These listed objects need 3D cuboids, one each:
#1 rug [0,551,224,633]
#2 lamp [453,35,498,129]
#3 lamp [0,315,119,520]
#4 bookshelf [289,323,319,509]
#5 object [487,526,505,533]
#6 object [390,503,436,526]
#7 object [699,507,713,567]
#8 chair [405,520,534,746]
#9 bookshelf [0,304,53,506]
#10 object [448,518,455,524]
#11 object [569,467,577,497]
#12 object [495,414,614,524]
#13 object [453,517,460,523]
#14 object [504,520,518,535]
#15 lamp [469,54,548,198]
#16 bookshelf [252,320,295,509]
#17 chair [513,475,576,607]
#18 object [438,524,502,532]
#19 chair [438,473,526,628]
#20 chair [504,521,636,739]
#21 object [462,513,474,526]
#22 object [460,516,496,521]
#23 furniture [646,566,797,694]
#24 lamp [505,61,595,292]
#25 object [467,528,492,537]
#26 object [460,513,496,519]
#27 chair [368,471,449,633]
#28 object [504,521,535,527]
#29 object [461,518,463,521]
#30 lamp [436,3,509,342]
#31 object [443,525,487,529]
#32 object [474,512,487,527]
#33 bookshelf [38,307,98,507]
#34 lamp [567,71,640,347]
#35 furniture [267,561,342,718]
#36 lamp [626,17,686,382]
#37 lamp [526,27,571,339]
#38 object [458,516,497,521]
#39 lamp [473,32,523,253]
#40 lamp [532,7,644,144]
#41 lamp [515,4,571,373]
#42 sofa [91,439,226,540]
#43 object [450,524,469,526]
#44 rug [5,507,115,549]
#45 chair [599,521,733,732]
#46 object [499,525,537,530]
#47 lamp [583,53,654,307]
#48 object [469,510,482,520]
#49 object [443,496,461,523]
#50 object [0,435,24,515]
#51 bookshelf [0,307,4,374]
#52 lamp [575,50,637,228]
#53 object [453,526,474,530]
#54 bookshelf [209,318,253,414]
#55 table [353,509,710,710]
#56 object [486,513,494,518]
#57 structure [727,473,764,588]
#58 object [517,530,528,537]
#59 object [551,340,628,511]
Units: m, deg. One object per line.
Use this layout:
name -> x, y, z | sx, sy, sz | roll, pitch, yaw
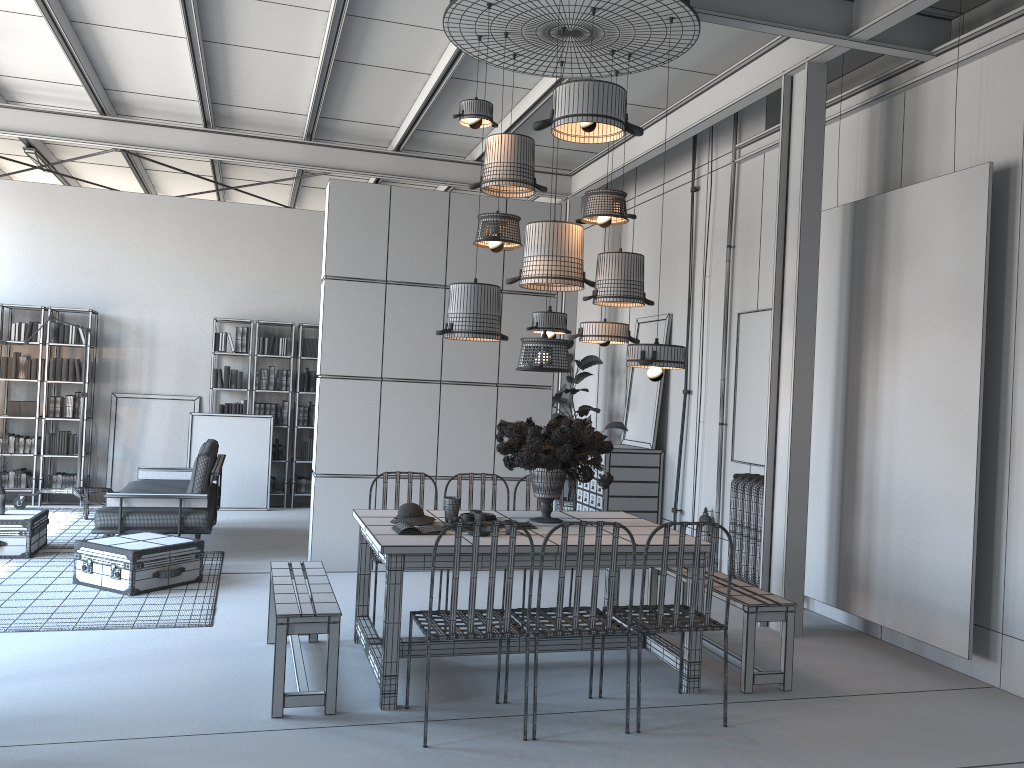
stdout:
rug -> -3.164, 1.463, 6.464 | 1.961, 0.007, 2.524 | 3, -1, -16
lamp -> -0.205, -1.802, 5.295 | 0.202, 0.564, 0.253 | 3, -1, 22
lamp -> -5.046, 0.327, 9.794 | 1.284, 2.144, 1.194 | 3, 0, -4
bookshelf -> -2.490, 0.402, 11.109 | 0.455, 2.276, 0.455 | 3, -1, -16
object -> -0.082, 0.784, 4.790 | 0.121, 0.037, 0.054 | 3, -1, -38
object -> -0.557, 0.774, 4.985 | 0.260, 0.211, 0.236 | 3, 0, 2
object -> 1.795, 1.460, 8.196 | 0.206, 0.647, 0.173 | 3, -1, 19
chair -> -0.201, 1.088, 4.134 | 0.474, 0.975, 0.488 | 3, -1, -16
bookshelf -> -5.648, 0.244, 10.216 | 0.455, 2.276, 0.455 | 3, -1, -16
object -> -0.331, 0.759, 4.867 | 0.043, 0.043, 0.044 | 3, -1, -44
object -> 0.709, 1.214, 11.426 | 0.328, 1.007, 0.733 | 3, -1, -16
object -> 0.211, 0.492, 5.324 | 0.697, 0.654, 0.782 | 3, 0, -14
object -> -0.311, 0.760, 4.912 | 0.045, 0.045, 0.051 | 3, -1, -39
object -> -0.008, 0.768, 4.732 | 0.071, 0.076, 0.071 | 2, -1, 31
lamp -> -0.005, -1.637, 5.553 | 0.392, 0.870, 0.346 | 2, -1, 44
bookshelf -> -2.980, 0.377, 10.959 | 0.455, 2.276, 0.455 | 3, -1, -16
chair -> 0.280, 1.127, 6.047 | 0.474, 0.975, 0.488 | 3, -1, -16
object -> -0.232, 0.790, 4.890 | 0.335, 0.012, 0.213 | 3, -1, -40
chair -> -0.195, 1.103, 5.907 | 0.474, 0.975, 0.488 | 3, -1, -16
chair -> 0.275, 1.112, 4.274 | 0.474, 0.975, 0.488 | 3, -1, -16
object -> -0.244, 0.752, 4.925 | 0.065, 0.064, 0.065 | 3, -1, -31
object -> -0.200, 0.788, 5.207 | 0.211, 0.024, 0.211 | 3, 0, 3
furniture -> 1.218, 1.421, 5.375 | 0.300, 0.478, 1.260 | 3, -1, -16
lamp -> 0.286, -1.334, 5.632 | 0.470, 1.447, 0.415 | 2, -1, 44
object -> -0.173, 0.782, 4.665 | 0.133, 0.029, 0.133 | 2, -1, 31
object -> -0.200, 0.782, 5.207 | 0.211, 0.024, 0.211 | 2, -1, 26
chair -> -0.683, 1.079, 5.764 | 0.474, 0.975, 0.488 | 3, -1, -16
object -> 0.029, 0.803, 5.086 | 0.179, 0.016, 0.182 | 3, 0, -12
object -> -0.276, 0.758, 4.867 | 0.043, 0.050, 0.044 | 3, 0, 1
lamp -> -0.169, -1.163, 4.833 | 0.352, 1.845, 0.312 | 3, 0, 9
object -> -0.251, 0.774, 4.799 | 0.249, 0.017, 0.024 | 3, 0, -7
object -> -0.175, 0.749, 4.895 | 0.071, 0.076, 0.071 | 3, 0, 9
bookshelf -> -5.158, 0.268, 10.324 | 0.455, 2.276, 0.455 | 3, -1, -16
lamp -> 0.638, -1.140, 5.766 | 0.323, 1.798, 0.404 | 2, -1, 42
furniture -> -1.128, 1.304, 4.713 | 0.300, 0.478, 1.260 | 3, -1, -16
lamp -> 0.836, -1.024, 4.908 | 0.323, 2.026, 0.404 | 3, 0, -13
lamp -> 0.254, -1.147, 5.111 | 0.202, 1.831, 0.253 | 3, -1, 22
object -> -0.205, 0.793, 5.199 | 0.236, 0.015, 0.236 | 3, -1, -44
lamp -> -0.050, -1.424, 5.224 | 0.301, 1.306, 0.359 | 3, -1, -23
lamp -> 0.430, -1.709, 4.839 | 0.505, 0.687, 0.403 | 3, -1, -38
lamp -> 0.208, -1.067, 4.672 | 0.301, 2.004, 0.359 | 3, -1, -18
sofa -> -3.185, 0.995, 8.207 | 0.952, 0.948, 2.347 | 3, -1, -16
object -> -0.254, 0.773, 4.831 | 0.174, 0.019, 0.021 | 3, -1, -19
rug -> -4.904, 1.399, 8.742 | 1.961, 0.007, 2.524 | 3, -1, -16
chair -> 0.763, 1.137, 4.417 | 0.474, 0.975, 0.488 | 3, -1, -16
object -> 0.022, 0.803, 5.001 | 0.185, 0.014, 0.182 | 3, -1, -32
lamp -> 0.692, -1.263, 5.455 | 0.364, 1.553, 0.322 | 2, -1, 29
object -> -0.205, 0.749, 4.987 | 0.071, 0.076, 0.071 | 3, -1, -19
object -> -0.343, 0.720, 5.051 | 0.102, 0.146, 0.102 | 2, -1, 39
object -> -4.302, 0.752, 7.476 | 0.443, 0.709, 0.194 | 3, -1, 24
bookshelf -> -6.124, 0.220, 10.038 | 0.455, 2.276, 0.455 | 3, -1, -16
lamp -> 0.594, -1.497, 5.420 | 0.359, 1.094, 0.301 | 3, 0, 2
object -> -0.243, 0.770, 4.777 | 0.173, 0.026, 0.021 | 3, -1, -32
bookshelf -> -3.455, 0.354, 10.838 | 0.455, 2.276, 0.455 | 3, -1, -16
table -> 0.040, 1.218, 5.057 | 1.784, 0.819, 1.239 | 3, -1, -16
object -> -0.174, 0.777, 5.205 | 0.135, 0.029, 0.135 | 3, -1, -24
structure -> 1.992, 1.238, 7.060 | 0.328, 1.007, 0.733 | 3, -1, -16
object -> 0.057, 0.803, 4.746 | 0.021, 0.014, 0.174 | 3, -1, -21
object -> 0.606, 0.584, 10.083 | 1.270, 2.157, 0.868 | 3, -1, -16
